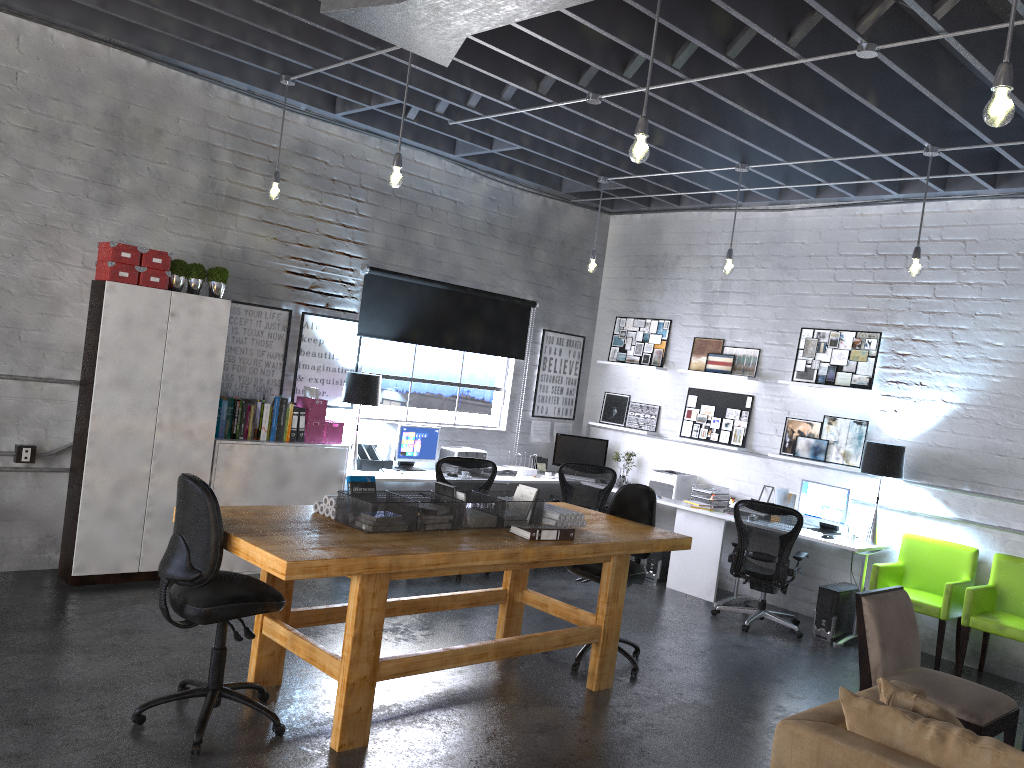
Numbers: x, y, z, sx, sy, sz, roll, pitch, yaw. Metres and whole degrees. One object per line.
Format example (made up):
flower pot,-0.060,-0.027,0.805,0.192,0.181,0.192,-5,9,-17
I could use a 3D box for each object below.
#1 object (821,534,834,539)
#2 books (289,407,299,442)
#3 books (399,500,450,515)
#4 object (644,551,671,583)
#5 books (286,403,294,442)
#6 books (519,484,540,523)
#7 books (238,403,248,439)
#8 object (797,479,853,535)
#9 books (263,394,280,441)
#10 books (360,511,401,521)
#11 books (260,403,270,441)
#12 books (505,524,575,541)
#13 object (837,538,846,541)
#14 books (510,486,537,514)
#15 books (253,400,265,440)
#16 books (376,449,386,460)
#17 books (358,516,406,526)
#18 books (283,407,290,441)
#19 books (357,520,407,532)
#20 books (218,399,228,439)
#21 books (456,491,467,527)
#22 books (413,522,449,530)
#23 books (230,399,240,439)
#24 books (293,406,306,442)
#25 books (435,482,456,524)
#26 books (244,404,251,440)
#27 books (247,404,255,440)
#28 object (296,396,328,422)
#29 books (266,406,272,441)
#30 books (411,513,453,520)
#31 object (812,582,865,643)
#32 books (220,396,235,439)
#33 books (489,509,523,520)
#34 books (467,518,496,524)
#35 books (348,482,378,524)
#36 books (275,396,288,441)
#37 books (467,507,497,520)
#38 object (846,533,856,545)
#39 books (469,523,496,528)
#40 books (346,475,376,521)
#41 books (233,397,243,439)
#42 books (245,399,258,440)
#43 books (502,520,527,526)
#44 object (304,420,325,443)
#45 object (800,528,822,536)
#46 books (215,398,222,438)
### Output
object,2.580,1.245,7.247,0.114,0.036,0.058,7,1,-29
books,-1.791,0.317,7.107,0.060,0.267,0.218,6,2,-39
books,-0.473,0.665,4.756,0.232,0.027,0.185,8,1,18
object,1.508,1.687,8.598,0.476,0.411,0.180,6,2,-44
books,-1.804,0.298,7.047,0.026,0.298,0.159,6,2,-44
books,0.078,0.712,5.261,0.046,0.210,0.171,6,2,-44
books,-2.094,0.276,6.787,0.037,0.275,0.167,6,2,-44
object,2.689,1.062,7.575,0.212,0.417,0.464,6,2,-39
books,-1.905,0.262,6.961,0.053,0.346,0.175,6,2,-44
books,-0.661,0.672,4.499,0.127,0.022,0.181,8,1,41
books,-1.960,0.286,6.905,0.045,0.286,0.174,6,2,-44
books,0.154,0.803,4.881,0.299,0.067,0.244,7,1,-34
object,2.693,1.273,7.245,0.046,0.009,0.121,8,1,31
books,0.053,0.716,5.242,0.082,0.200,0.158,6,2,-44
books,-1.999,0.278,6.871,0.057,0.293,0.170,6,2,-44
books,-1.164,0.669,7.840,0.020,0.176,0.134,6,2,-44
books,-0.658,0.694,4.500,0.203,0.021,0.141,7,1,-43
books,-1.828,0.312,7.032,0.026,0.266,0.160,6,2,-44
books,-0.664,0.718,4.503,0.226,0.029,0.155,7,1,-44
books,-2.209,0.257,6.661,0.045,0.286,0.174,6,2,-44
books,-0.300,0.681,4.877,0.061,0.188,0.142,6,2,-44
books,-0.475,0.738,4.753,0.250,0.031,0.185,8,1,43
books,-2.137,0.257,6.731,0.034,0.302,0.182,6,2,-44
books,-1.748,0.320,7.148,0.082,0.271,0.220,6,2,-44
books,-0.367,0.659,4.905,0.063,0.214,0.157,6,2,-44
books,-2.065,0.284,6.803,0.026,0.266,0.160,6,2,-44
books,-2.044,0.286,6.820,0.027,0.266,0.160,6,2,-44
object,-1.638,0.203,7.232,0.161,0.177,0.213,6,2,-44
books,-1.939,0.298,6.934,0.027,0.266,0.160,6,2,-44
books,-0.466,0.690,4.752,0.205,0.022,0.250,7,1,-39
object,2.670,1.860,7.253,0.476,0.411,0.180,6,2,-44
books,-2.185,0.248,6.714,0.060,0.310,0.180,6,2,-44
books,-0.065,0.753,5.143,0.232,0.022,0.184,8,1,44
books,-0.231,0.751,4.993,0.177,0.021,0.248,7,1,-44
books,-0.769,0.612,4.587,0.158,0.209,0.097,6,2,-44
books,-1.864,0.270,7.006,0.065,0.339,0.197,6,2,-44
books,-0.229,0.731,4.993,0.177,0.021,0.248,7,1,-44
object,2.701,1.240,7.087,0.090,0.083,0.069,6,2,-44
books,-0.234,0.771,4.994,0.177,0.021,0.248,7,1,-43
books,-0.779,0.598,4.621,0.166,0.234,0.108,6,2,-44
books,-2.128,0.258,6.772,0.034,0.302,0.182,6,2,-44
books,-2.029,0.272,6.844,0.026,0.298,0.159,6,2,-44
books,-0.058,0.781,5.142,0.184,0.031,0.249,7,1,-42
object,-1.661,0.378,7.238,0.161,0.177,0.213,6,2,-44
object,2.380,1.220,7.464,0.421,0.028,0.181,8,1,41
books,-2.241,0.245,6.639,0.034,0.302,0.182,6,2,-44
